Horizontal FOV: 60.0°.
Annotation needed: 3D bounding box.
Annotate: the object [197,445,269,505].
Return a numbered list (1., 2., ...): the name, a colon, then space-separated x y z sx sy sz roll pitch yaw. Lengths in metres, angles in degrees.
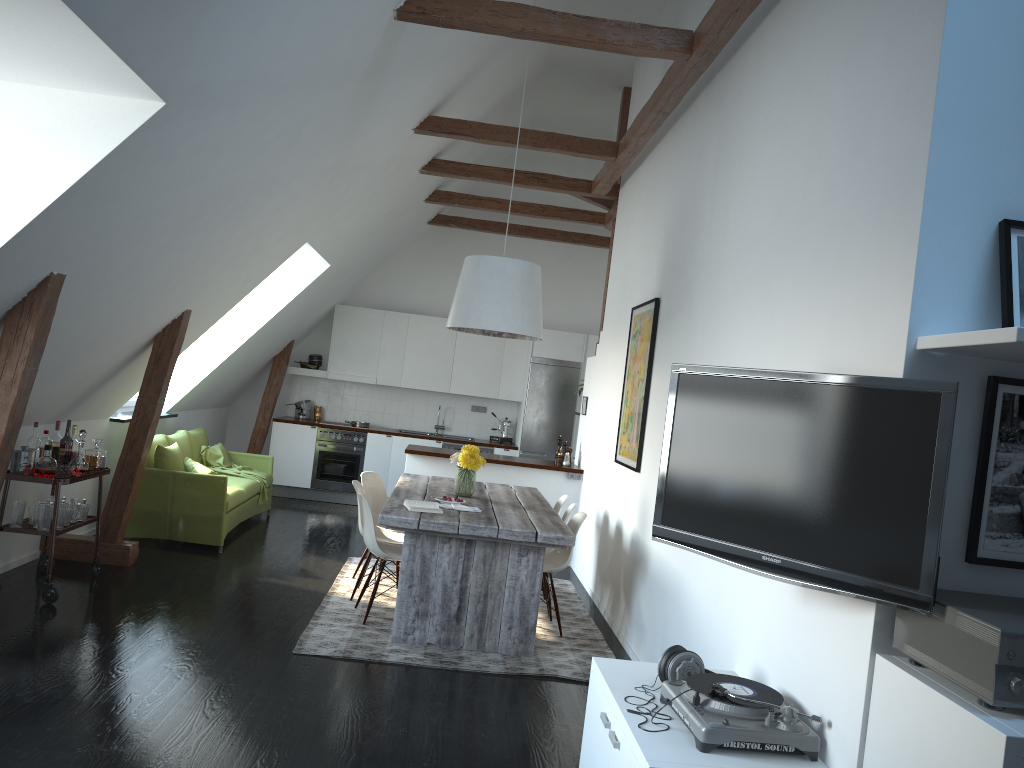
1. object: -2.728 0.882 8.754 0.722 0.493 0.711 7 -1 -9

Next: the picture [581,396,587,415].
1. picture: 0.715 0.214 8.717 0.023 0.182 0.250 7 -1 -4

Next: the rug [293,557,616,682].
1. rug: -0.350 1.575 6.222 1.898 0.022 2.677 7 -1 -4

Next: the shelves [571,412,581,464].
1. shelves: 0.974 0.608 9.191 0.660 0.553 0.408 7 -1 -4

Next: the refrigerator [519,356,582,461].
1. refrigerator: 0.423 0.633 10.618 0.609 1.868 0.031 7 -1 -4

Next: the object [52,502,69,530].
1. object: -2.740 0.800 5.365 0.087 0.155 0.087 7 -1 -31

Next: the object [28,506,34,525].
1. object: -2.918 0.807 5.432 0.092 0.099 0.092 7 -1 -26

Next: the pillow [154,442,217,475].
1. pillow: -2.633 0.705 7.355 0.600 0.387 0.475 7 -1 -7

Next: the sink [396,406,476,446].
1. sink: -0.922 0.527 10.935 0.963 0.519 0.671 7 -1 -4

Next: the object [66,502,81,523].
1. object: -2.789 0.814 5.619 0.095 0.119 0.095 7 -1 -42

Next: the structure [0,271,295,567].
1. structure: -2.812 0.292 4.537 1.023 1.963 12.350 7 -1 -4

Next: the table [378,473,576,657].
1. table: -0.317 1.191 6.244 1.141 0.788 2.421 7 -1 -4

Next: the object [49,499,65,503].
1. object: -2.911 0.800 5.661 0.095 0.119 0.095 7 -1 -42

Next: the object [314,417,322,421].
1. object: -2.431 0.435 11.087 0.100 0.036 0.100 7 -1 -7

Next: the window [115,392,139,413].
1. window: -0.177 -1.503 4.871 5.959 4.249 8.018 7 -1 -4

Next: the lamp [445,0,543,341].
1. lamp: 0.068 -1.746 6.293 0.757 2.813 0.697 8 -1 -44

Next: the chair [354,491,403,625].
1. chair: -0.784 1.122 5.766 0.542 0.801 0.465 7 -1 -18

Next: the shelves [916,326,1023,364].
1. shelves: 2.008 -0.024 2.452 1.604 0.038 0.478 7 -1 -4

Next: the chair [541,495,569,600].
1. chair: 0.135 1.247 7.005 0.542 0.801 0.465 7 -1 -3

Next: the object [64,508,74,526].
1. object: -2.778 0.825 5.513 0.092 0.099 0.092 7 -1 -26

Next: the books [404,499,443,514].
1. books: -0.541 0.742 5.407 0.202 0.042 0.251 7 -1 -16

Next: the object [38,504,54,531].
1. object: -2.777 0.795 5.272 0.087 0.155 0.087 7 -1 -31

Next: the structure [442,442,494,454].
1. structure: -0.577 1.086 10.812 0.612 0.725 0.582 7 -1 -4

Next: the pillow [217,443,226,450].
1. pillow: -2.935 0.744 8.864 0.210 0.275 0.462 7 -1 -6

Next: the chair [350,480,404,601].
1. chair: -0.908 1.112 6.279 0.542 0.801 0.465 7 -1 -3

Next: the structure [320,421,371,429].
1. structure: -2.020 0.519 10.788 0.574 0.041 0.504 7 -1 -4

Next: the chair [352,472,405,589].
1. chair: -0.943 1.114 6.856 0.542 0.801 0.465 7 -1 22

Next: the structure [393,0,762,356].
1. structure: 2.664 -1.866 3.228 10.230 3.562 15.910 7 -1 2

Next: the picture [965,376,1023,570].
1. picture: 1.587 0.277 2.633 0.420 0.558 0.036 7 -1 -4

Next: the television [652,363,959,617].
1. television: 1.046 0.310 2.924 0.537 0.652 1.005 7 -1 -39

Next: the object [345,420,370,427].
1. object: -1.916 0.482 10.877 0.351 0.061 0.232 7 -1 -30

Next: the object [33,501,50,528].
1. object: -2.842 0.788 5.345 0.087 0.155 0.087 7 -1 -31

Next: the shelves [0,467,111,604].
1. shelves: -2.881 0.899 5.546 0.438 0.732 0.803 7 -1 -8

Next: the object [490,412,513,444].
1. object: -0.151 0.548 11.127 0.206 0.370 0.353 6 -1 43

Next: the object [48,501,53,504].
1. object: -2.924 0.797 5.540 0.095 0.119 0.095 7 -1 -42

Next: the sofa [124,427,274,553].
1. sofa: -2.808 0.887 8.114 0.898 0.825 2.093 7 -1 -5

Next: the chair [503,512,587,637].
1. chair: 0.190 1.243 5.998 0.542 0.801 0.465 7 -1 -8

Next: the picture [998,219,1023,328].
1. picture: 1.727 -0.266 2.605 0.597 0.377 0.114 7 -1 -4

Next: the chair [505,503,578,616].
1. chair: 0.165 1.246 6.533 0.542 0.801 0.465 7 -1 2

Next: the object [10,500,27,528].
1. object: -2.937 0.775 5.264 0.087 0.155 0.087 7 -1 -31

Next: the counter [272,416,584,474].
1. counter: -1.096 0.624 9.741 3.365 0.038 3.085 7 -1 -4

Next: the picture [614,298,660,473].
1. picture: 0.885 0.007 6.353 0.036 1.181 0.808 7 -1 -4

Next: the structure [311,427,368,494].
1. structure: -2.065 0.908 10.798 0.583 0.725 0.749 7 -1 -4
